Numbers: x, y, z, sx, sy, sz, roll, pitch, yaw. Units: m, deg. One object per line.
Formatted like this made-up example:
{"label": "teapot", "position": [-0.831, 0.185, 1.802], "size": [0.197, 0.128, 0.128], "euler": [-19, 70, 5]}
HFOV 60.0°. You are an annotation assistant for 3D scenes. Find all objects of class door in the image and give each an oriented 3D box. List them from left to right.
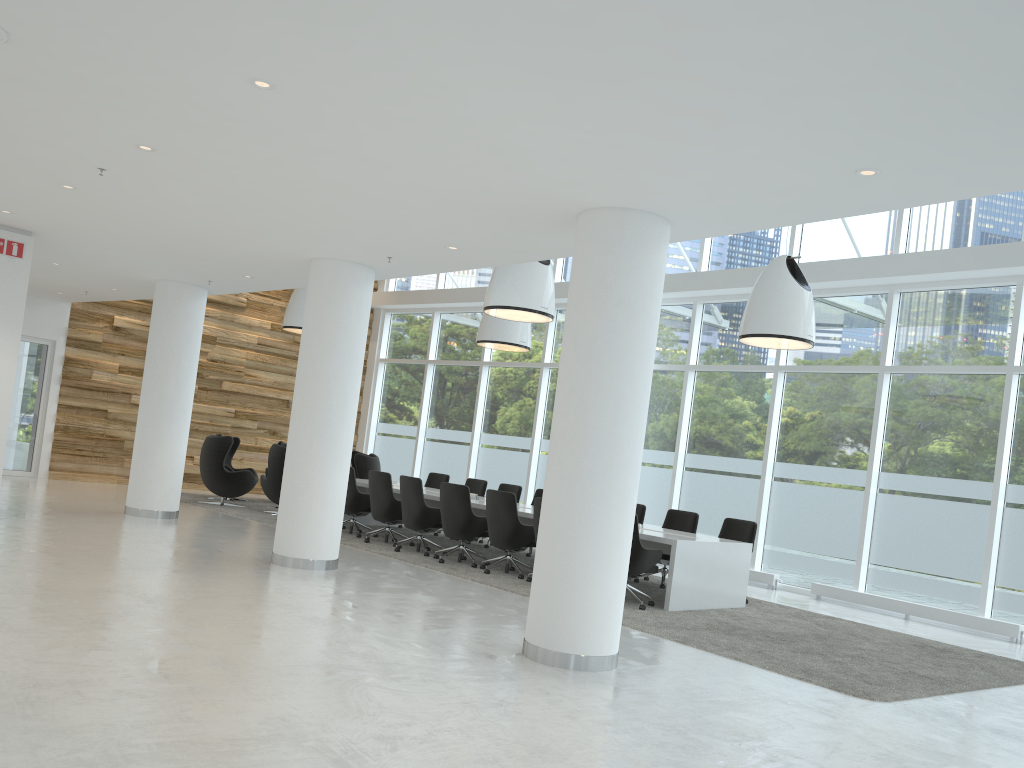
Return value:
{"label": "door", "position": [-8.762, 0.300, 14.800], "size": [1.815, 2.397, 0.132], "euler": [9, -2, -42]}

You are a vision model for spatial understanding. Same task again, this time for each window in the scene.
{"label": "window", "position": [-14.916, -3.395, 3.097], "size": [62.936, 6.129, 30.893], "euler": [8, -5, -5]}

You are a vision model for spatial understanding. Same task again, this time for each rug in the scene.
{"label": "rug", "position": [-0.528, 2.310, 11.972], "size": [3.962, 0.010, 13.406], "euler": [12, -7, -44]}

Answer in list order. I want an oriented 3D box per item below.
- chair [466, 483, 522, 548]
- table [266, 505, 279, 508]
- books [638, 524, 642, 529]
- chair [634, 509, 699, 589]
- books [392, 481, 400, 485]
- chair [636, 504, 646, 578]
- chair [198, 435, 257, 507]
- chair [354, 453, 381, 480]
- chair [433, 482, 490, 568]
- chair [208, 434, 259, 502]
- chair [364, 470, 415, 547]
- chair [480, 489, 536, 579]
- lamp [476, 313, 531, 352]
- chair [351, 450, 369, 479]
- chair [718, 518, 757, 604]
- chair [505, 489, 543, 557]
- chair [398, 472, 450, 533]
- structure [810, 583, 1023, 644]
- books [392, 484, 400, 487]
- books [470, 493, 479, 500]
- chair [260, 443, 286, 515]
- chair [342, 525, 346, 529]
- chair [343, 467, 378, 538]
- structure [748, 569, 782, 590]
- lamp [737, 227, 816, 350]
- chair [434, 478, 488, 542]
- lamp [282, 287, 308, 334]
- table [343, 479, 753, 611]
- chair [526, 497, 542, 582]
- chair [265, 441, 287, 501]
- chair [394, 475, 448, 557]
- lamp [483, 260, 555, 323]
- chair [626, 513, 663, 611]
{"label": "chair", "position": [-0.244, 1.974, 13.344], "size": [0.683, 0.964, 0.677], "euler": [5, -3, 45]}
{"label": "table", "position": [-3.863, 1.823, 15.374], "size": [0.801, 0.695, 0.799], "euler": [8, -3, -20]}
{"label": "books", "position": [1.425, 1.714, 10.229], "size": [0.203, 0.226, 0.144], "euler": [5, -3, 44]}
{"label": "chair", "position": [1.965, 2.065, 11.179], "size": [0.683, 0.964, 0.677], "euler": [5, -3, 45]}
{"label": "books", "position": [-1.746, 1.589, 13.452], "size": [0.140, 0.223, 0.161], "euler": [9, -3, -44]}
{"label": "chair", "position": [1.384, 2.042, 11.753], "size": [0.683, 0.964, 0.677], "euler": [5, -3, 45]}
{"label": "chair", "position": [-4.658, 1.427, 14.566], "size": [0.911, 1.150, 0.922], "euler": [5, -3, 35]}
{"label": "chair", "position": [-2.715, 1.719, 15.079], "size": [0.916, 1.150, 0.917], "euler": [7, -3, 5]}
{"label": "chair", "position": [-0.587, 1.707, 10.791], "size": [0.683, 0.964, 0.678], "euler": [5, -3, 40]}
{"label": "chair", "position": [-4.951, 1.489, 15.701], "size": [0.916, 1.150, 0.917], "euler": [7, -3, 5]}
{"label": "chair", "position": [-1.641, 1.672, 11.918], "size": [0.683, 0.964, 0.677], "euler": [5, -3, 45]}
{"label": "chair", "position": [-0.012, 1.740, 10.328], "size": [0.683, 0.964, 0.677], "euler": [5, -3, 45]}
{"label": "lamp", "position": [0.089, -2.380, 14.037], "size": [0.884, 3.641, 0.885], "euler": [7, -1, -1]}
{"label": "chair", "position": [-2.976, 1.791, 16.290], "size": [0.911, 1.150, 0.922], "euler": [5, -3, 35]}
{"label": "chair", "position": [2.532, 2.087, 10.599], "size": [0.677, 0.964, 0.683], "euler": [9, -3, -40]}
{"label": "chair", "position": [0.330, 2.006, 12.880], "size": [0.683, 0.964, 0.678], "euler": [5, -3, 40]}
{"label": "chair", "position": [-1.420, 1.930, 14.551], "size": [0.683, 0.964, 0.678], "euler": [5, -3, 40]}
{"label": "structure", "position": [4.947, 2.815, 10.982], "size": [0.151, 0.213, 2.681], "euler": [9, -5, -40]}
{"label": "books", "position": [-1.710, 1.499, 13.099], "size": [0.225, 0.026, 0.263], "euler": [11, -6, -35]}
{"label": "books", "position": [-0.515, 1.627, 12.201], "size": [0.154, 0.238, 0.190], "euler": [9, -3, -45]}
{"label": "chair", "position": [-3.565, 1.539, 14.264], "size": [0.917, 1.150, 0.916], "euler": [8, -3, -24]}
{"label": "chair", "position": [-2.789, 1.626, 13.072], "size": [0.677, 0.964, 0.683], "euler": [9, -3, -40]}
{"label": "chair", "position": [-2.221, 1.648, 12.493], "size": [0.683, 0.964, 0.677], "euler": [5, -3, 45]}
{"label": "structure", "position": [2.854, 2.757, 13.361], "size": [0.151, 0.213, 2.681], "euler": [9, -5, -42]}
{"label": "lamp", "position": [3.333, -2.279, 10.476], "size": [0.884, 3.641, 0.885], "euler": [7, -1, 1]}
{"label": "chair", "position": [-0.783, 1.958, 13.953], "size": [0.683, 0.964, 0.677], "euler": [5, -3, 45]}
{"label": "lamp", "position": [-3.322, -2.693, 15.425], "size": [0.885, 3.641, 0.884], "euler": [7, -1, -6]}
{"label": "table", "position": [-0.136, 1.976, 11.846], "size": [1.509, 0.738, 6.536], "euler": [11, -6, -44]}
{"label": "chair", "position": [0.526, 1.755, 9.719], "size": [0.683, 0.964, 0.677], "euler": [5, -3, 45]}
{"label": "chair", "position": [-4.134, 1.664, 16.524], "size": [0.917, 1.150, 0.916], "euler": [8, -3, -24]}
{"label": "chair", "position": [-1.151, 1.683, 11.334], "size": [0.677, 0.964, 0.683], "euler": [9, -3, -40]}
{"label": "lamp", "position": [0.307, -2.632, 10.841], "size": [0.884, 3.641, 0.885], "euler": [7, -1, 1]}
{"label": "chair", "position": [1.163, 1.784, 9.120], "size": [0.683, 0.964, 0.678], "euler": [5, -3, 40]}
